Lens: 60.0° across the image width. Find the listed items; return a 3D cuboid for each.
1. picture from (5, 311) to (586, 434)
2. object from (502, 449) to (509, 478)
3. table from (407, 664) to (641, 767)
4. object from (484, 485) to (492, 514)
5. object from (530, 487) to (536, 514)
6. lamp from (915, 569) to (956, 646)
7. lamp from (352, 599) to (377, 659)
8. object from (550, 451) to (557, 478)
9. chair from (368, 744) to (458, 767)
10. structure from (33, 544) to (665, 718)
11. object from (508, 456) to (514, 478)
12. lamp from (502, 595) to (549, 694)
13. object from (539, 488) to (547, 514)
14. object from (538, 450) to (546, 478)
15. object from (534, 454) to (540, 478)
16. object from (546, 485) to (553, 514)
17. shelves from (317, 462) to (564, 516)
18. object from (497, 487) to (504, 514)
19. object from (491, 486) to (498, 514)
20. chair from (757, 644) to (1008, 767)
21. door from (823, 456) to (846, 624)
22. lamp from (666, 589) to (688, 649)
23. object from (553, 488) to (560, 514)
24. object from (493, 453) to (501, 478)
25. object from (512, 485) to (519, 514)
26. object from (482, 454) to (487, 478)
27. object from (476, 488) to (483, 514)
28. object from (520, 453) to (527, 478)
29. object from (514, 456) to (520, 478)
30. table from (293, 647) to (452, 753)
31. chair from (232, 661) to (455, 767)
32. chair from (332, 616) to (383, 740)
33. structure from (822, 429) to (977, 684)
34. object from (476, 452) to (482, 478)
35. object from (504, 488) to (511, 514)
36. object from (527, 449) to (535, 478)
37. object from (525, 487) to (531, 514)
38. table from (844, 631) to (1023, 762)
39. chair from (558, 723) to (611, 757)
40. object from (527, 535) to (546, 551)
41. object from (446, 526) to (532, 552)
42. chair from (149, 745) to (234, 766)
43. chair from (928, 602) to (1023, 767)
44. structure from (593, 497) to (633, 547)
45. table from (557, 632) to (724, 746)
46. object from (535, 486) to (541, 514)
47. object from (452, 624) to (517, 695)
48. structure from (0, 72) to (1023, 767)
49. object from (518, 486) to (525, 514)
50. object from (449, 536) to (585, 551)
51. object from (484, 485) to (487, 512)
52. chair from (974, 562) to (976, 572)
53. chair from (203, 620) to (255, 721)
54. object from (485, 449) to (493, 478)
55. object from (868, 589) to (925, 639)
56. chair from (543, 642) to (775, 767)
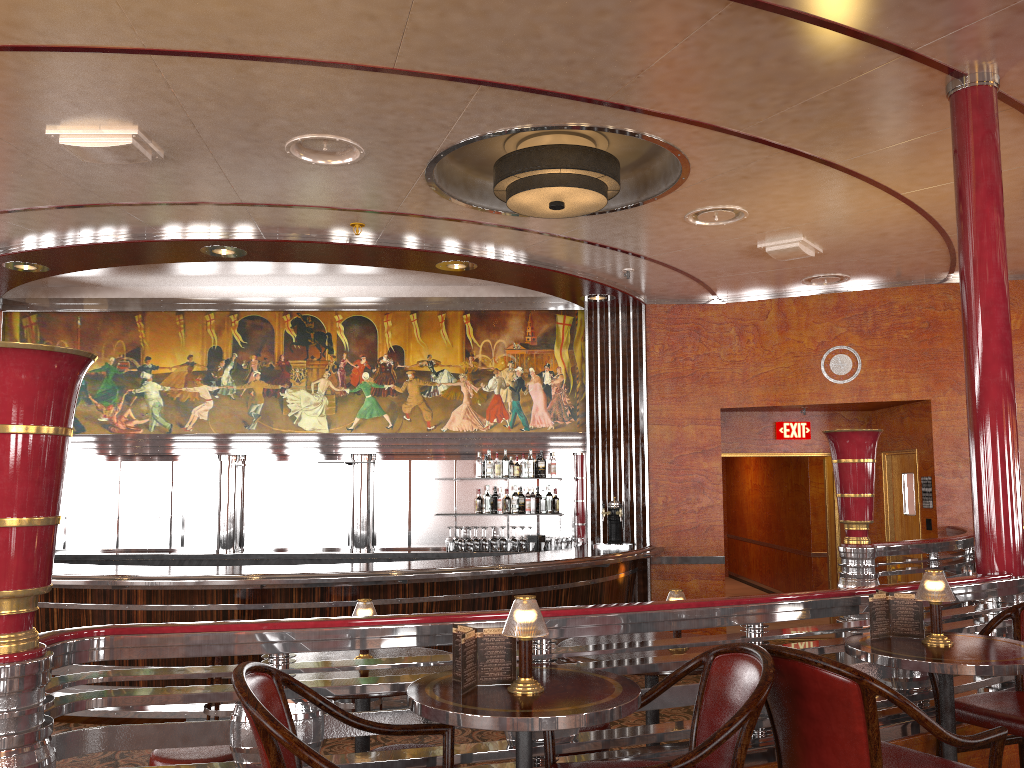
[{"bbox_3d":[-2.333,-0.127,9.533,6.254,1.320,0.001,0,-6,-1],"label":"picture"},{"bbox_3d":[-0.069,0.846,9.403,0.078,0.305,0.078,1,-6,-12],"label":"object"},{"bbox_3d":[0.034,1.192,2.407,0.640,0.719,0.640,-6,-8,42],"label":"table"},{"bbox_3d":[-0.256,1.228,9.411,0.078,0.305,0.078,0,-6,-7],"label":"object"},{"bbox_3d":[0.220,1.239,9.428,0.067,0.282,0.067,5,-7,-40],"label":"object"},{"bbox_3d":[1.472,0.774,3.082,0.130,0.250,0.130,5,-8,-43],"label":"lamp"},{"bbox_3d":[-0.599,1.003,3.602,0.130,0.250,0.131,-2,-6,20],"label":"lamp"},{"bbox_3d":[0.441,0.857,9.428,0.067,0.282,0.067,-1,-6,11],"label":"object"},{"bbox_3d":[-0.355,1.643,2.980,0.350,0.754,0.350,-5,-8,40],"label":"chair"},{"bbox_3d":[-2.304,2.037,7.692,7.810,1.046,3.212,0,-6,-1],"label":"structure"},{"bbox_3d":[-0.033,0.890,9.486,0.068,0.235,0.212,-2,-6,19],"label":"object"},{"bbox_3d":[0.037,0.706,2.418,0.130,0.250,0.131,-1,-6,11],"label":"lamp"},{"bbox_3d":[0.328,1.241,9.402,0.080,0.272,0.080,-1,-6,3],"label":"object"},{"bbox_3d":[0.318,0.851,9.408,0.090,0.292,0.090,-4,-7,33],"label":"object"},{"bbox_3d":[0.281,0.888,9.571,0.090,0.255,0.090,-1,-6,6],"label":"object"},{"bbox_3d":[0.399,1.229,9.449,0.078,0.305,0.078,-2,-6,12],"label":"object"},{"bbox_3d":[-0.754,1.114,9.464,2.594,0.567,0.339,0,-6,-1],"label":"shelves"},{"bbox_3d":[-0.121,1.238,9.410,0.067,0.282,0.067,4,-7,-35],"label":"object"},{"bbox_3d":[-0.179,1.246,9.516,0.090,0.292,0.090,2,-6,-22],"label":"object"},{"bbox_3d":[1.026,1.160,2.599,0.615,0.816,0.588,3,-7,-30],"label":"chair"},{"bbox_3d":[3.797,1.800,10.105,0.063,1.980,0.809,0,-6,-6],"label":"door"},{"bbox_3d":[0.725,1.030,3.899,0.130,0.250,0.131,-1,-6,11],"label":"lamp"},{"bbox_3d":[0.471,1.255,9.535,0.080,0.272,0.080,0,-6,-2],"label":"object"},{"bbox_3d":[-0.159,0.865,9.423,0.080,0.272,0.080,0,-6,-7],"label":"object"},{"bbox_3d":[0.037,1.224,9.385,0.078,0.305,0.078,-5,-7,37],"label":"object"},{"bbox_3d":[-0.281,0.885,9.525,0.090,0.256,0.090,-2,-6,20],"label":"object"},{"bbox_3d":[-0.349,1.252,9.469,0.080,0.272,0.080,-1,-6,3],"label":"object"},{"bbox_3d":[0.122,0.875,9.524,0.080,0.272,0.080,3,-7,-32],"label":"object"},{"bbox_3d":[0.053,0.882,9.426,0.070,0.238,0.070,3,-6,-26],"label":"object"},{"bbox_3d":[-0.595,1.602,3.517,0.849,0.959,0.851,0,-6,2],"label":"table"},{"bbox_3d":[-0.408,1.132,2.281,0.615,0.816,0.588,1,-6,-11],"label":"chair"},{"bbox_3d":[-1.060,1.998,6.099,0.350,0.754,0.350,-5,-8,40],"label":"chair"},{"bbox_3d":[3.279,1.428,6.884,0.624,2.021,3.171,-5,-8,39],"label":"structure"},{"bbox_3d":[-0.350,0.860,9.420,0.067,0.282,0.067,-6,-8,45],"label":"object"},{"bbox_3d":[-0.048,1.253,9.492,0.080,0.272,0.080,-1,-6,3],"label":"object"},{"bbox_3d":[0.201,0.847,9.422,0.078,0.305,0.078,2,-6,-20],"label":"object"},{"bbox_3d":[0.168,1.232,9.359,0.067,0.282,0.067,3,-6,-26],"label":"object"},{"bbox_3d":[1.475,1.250,2.987,0.640,0.719,0.640,3,-7,-30],"label":"table"},{"bbox_3d":[0.214,1.690,3.421,0.350,0.754,0.350,-5,-8,40],"label":"chair"},{"bbox_3d":[0.239,1.670,9.313,0.169,0.156,0.195,-3,-7,24],"label":"object"},{"bbox_3d":[-0.237,1.633,9.350,0.951,0.244,0.397,-1,-6,3],"label":"object"},{"bbox_3d":[-1.094,1.661,3.105,0.350,0.754,0.350,5,-8,-42],"label":"chair"},{"bbox_3d":[1.984,1.236,3.314,0.615,0.816,0.588,3,-7,-30],"label":"chair"},{"bbox_3d":[1.032,1.416,9.007,0.360,0.539,0.281,-2,-6,19],"label":"structure"},{"bbox_3d":[0.617,1.636,3.871,0.849,0.959,0.850,2,-6,-21],"label":"table"},{"bbox_3d":[0.279,1.247,9.550,0.090,0.292,0.090,-4,-7,33],"label":"object"},{"bbox_3d":[-0.116,0.761,2.487,0.195,0.156,0.169,5,-8,-40],"label":"object"},{"bbox_3d":[0.452,0.235,3.230,4.354,3.600,0.549,3,-6,-26],"label":"structure"},{"bbox_3d":[0.096,1.240,9.479,0.090,0.292,0.090,0,-6,-7],"label":"object"},{"bbox_3d":[0.058,1.692,9.396,1.425,0.134,0.404,-1,-6,5],"label":"object"},{"bbox_3d":[-0.262,1.238,9.500,0.078,0.305,0.207,0,-6,-4],"label":"object"},{"bbox_3d":[3.626,1.563,6.287,0.588,0.816,0.616,-4,-7,34],"label":"chair"},{"bbox_3d":[-1.878,1.983,5.928,0.350,0.754,0.351,3,-6,-27],"label":"chair"},{"bbox_3d":[-0.244,0.849,9.423,0.078,0.305,0.078,1,-6,-10],"label":"object"},{"bbox_3d":[1.349,0.835,3.207,0.169,0.156,0.195,3,-7,-30],"label":"object"},{"bbox_3d":[0.409,1.146,2.447,0.615,0.816,0.588,0,-6,-6],"label":"chair"}]
